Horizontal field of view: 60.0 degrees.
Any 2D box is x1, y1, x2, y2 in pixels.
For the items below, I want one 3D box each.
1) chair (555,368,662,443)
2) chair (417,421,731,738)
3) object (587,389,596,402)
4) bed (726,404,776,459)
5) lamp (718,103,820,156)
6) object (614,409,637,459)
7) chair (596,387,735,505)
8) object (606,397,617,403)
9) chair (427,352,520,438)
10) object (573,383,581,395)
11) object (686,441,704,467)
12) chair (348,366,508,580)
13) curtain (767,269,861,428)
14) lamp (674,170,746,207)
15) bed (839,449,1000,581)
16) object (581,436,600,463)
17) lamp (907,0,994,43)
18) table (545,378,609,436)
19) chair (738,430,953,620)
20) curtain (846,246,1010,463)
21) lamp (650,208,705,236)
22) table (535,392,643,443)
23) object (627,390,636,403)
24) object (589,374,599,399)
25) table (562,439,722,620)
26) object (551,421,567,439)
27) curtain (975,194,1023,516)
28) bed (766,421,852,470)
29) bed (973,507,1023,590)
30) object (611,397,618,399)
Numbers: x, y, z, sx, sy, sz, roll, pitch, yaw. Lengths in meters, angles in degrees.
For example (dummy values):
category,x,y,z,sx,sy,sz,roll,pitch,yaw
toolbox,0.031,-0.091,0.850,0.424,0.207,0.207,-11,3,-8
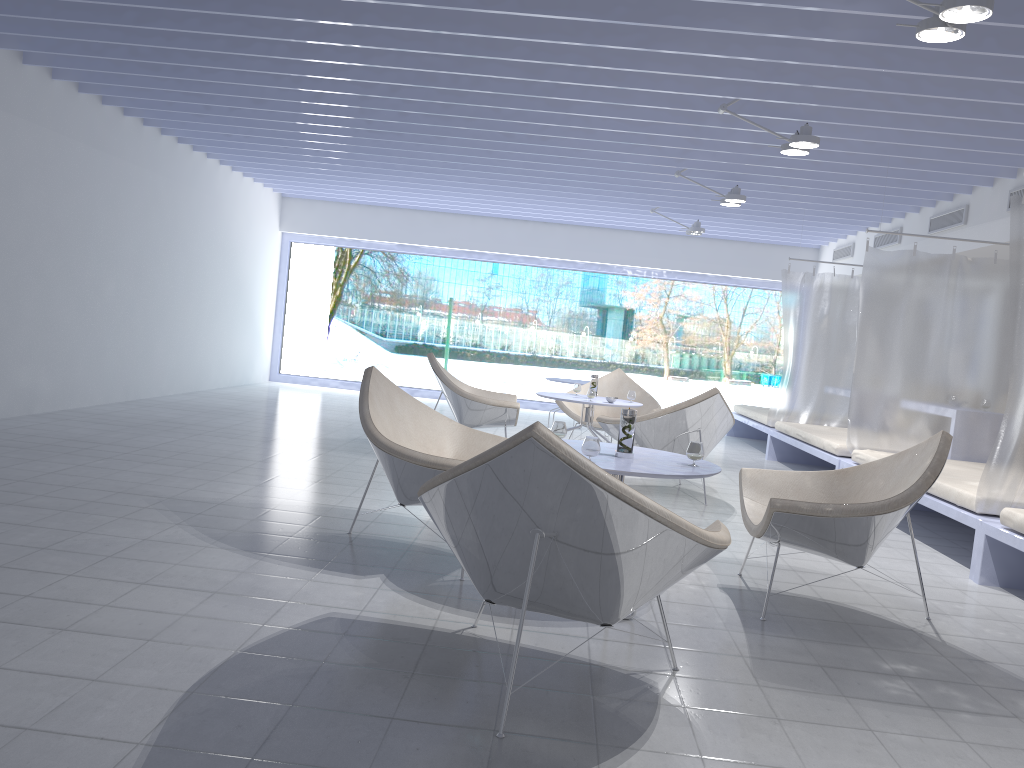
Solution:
category,x,y,z,sx,sy,sz,roll,pitch,yaw
chair,0.861,0.240,7.772,0.906,0.759,0.753,7,3,13
chair,0.124,0.459,2.454,0.906,0.759,0.753,7,3,18
object,0.580,0.081,6.489,0.068,0.091,0.068,8,4,31
bed,3.588,0.584,9.746,2.022,0.422,2.200,6,3,3
lamp,1.522,-1.534,5.305,0.587,0.218,0.380,6,3,3
object,0.443,0.190,3.422,0.075,0.185,0.075,4,4,-34
chair,1.123,0.365,6.006,0.906,0.759,0.753,4,4,-27
object,0.729,0.119,6.525,0.082,0.043,0.082,4,4,-29
chair,-0.331,0.165,6.894,0.753,0.759,0.906,6,3,-2
object,0.518,0.043,7.055,0.068,0.091,0.068,7,4,25
object,0.698,0.266,3.380,0.068,0.091,0.068,6,3,-7
chair,-0.348,0.334,3.825,0.753,0.759,0.906,7,3,20
curtain,3.551,-0.258,8.602,2.050,1.552,0.151,6,3,3
lamp,1.642,-1.638,7.388,0.587,0.218,0.380,6,3,3
bed,3.333,0.802,5.342,2.022,0.422,2.200,6,3,3
object,0.282,0.234,3.169,0.068,0.091,0.068,6,3,-7
lamp,1.402,-1.431,3.221,0.587,0.218,0.380,6,3,3
table,0.738,0.244,9.523,0.823,0.534,0.825,3,4,-40
chair,1.344,0.524,3.571,0.753,0.759,0.906,6,3,7
curtain,3.461,-0.123,6.389,1.998,1.559,0.125,6,3,1
lamp,1.764,-1.742,9.492,0.587,0.218,0.380,6,3,3
table,0.563,0.376,6.808,0.825,0.534,0.823,6,3,-6
object,0.919,0.098,6.823,0.068,0.091,0.068,6,3,-5
object,0.627,0.019,6.810,0.075,0.189,0.075,6,3,-5
table,0.368,0.542,3.466,0.825,0.534,0.823,5,3,-20
object,0.192,0.199,3.635,0.068,0.091,0.068,6,3,-7
curtain,3.297,-0.039,4.197,2.050,1.552,0.151,6,3,3
bed,3.445,0.689,7.543,2.016,0.427,2.200,6,3,3
bed,3.190,0.907,3.140,2.016,0.427,2.200,6,3,3
object,0.743,0.102,6.494,0.012,0.016,0.098,4,4,-31
